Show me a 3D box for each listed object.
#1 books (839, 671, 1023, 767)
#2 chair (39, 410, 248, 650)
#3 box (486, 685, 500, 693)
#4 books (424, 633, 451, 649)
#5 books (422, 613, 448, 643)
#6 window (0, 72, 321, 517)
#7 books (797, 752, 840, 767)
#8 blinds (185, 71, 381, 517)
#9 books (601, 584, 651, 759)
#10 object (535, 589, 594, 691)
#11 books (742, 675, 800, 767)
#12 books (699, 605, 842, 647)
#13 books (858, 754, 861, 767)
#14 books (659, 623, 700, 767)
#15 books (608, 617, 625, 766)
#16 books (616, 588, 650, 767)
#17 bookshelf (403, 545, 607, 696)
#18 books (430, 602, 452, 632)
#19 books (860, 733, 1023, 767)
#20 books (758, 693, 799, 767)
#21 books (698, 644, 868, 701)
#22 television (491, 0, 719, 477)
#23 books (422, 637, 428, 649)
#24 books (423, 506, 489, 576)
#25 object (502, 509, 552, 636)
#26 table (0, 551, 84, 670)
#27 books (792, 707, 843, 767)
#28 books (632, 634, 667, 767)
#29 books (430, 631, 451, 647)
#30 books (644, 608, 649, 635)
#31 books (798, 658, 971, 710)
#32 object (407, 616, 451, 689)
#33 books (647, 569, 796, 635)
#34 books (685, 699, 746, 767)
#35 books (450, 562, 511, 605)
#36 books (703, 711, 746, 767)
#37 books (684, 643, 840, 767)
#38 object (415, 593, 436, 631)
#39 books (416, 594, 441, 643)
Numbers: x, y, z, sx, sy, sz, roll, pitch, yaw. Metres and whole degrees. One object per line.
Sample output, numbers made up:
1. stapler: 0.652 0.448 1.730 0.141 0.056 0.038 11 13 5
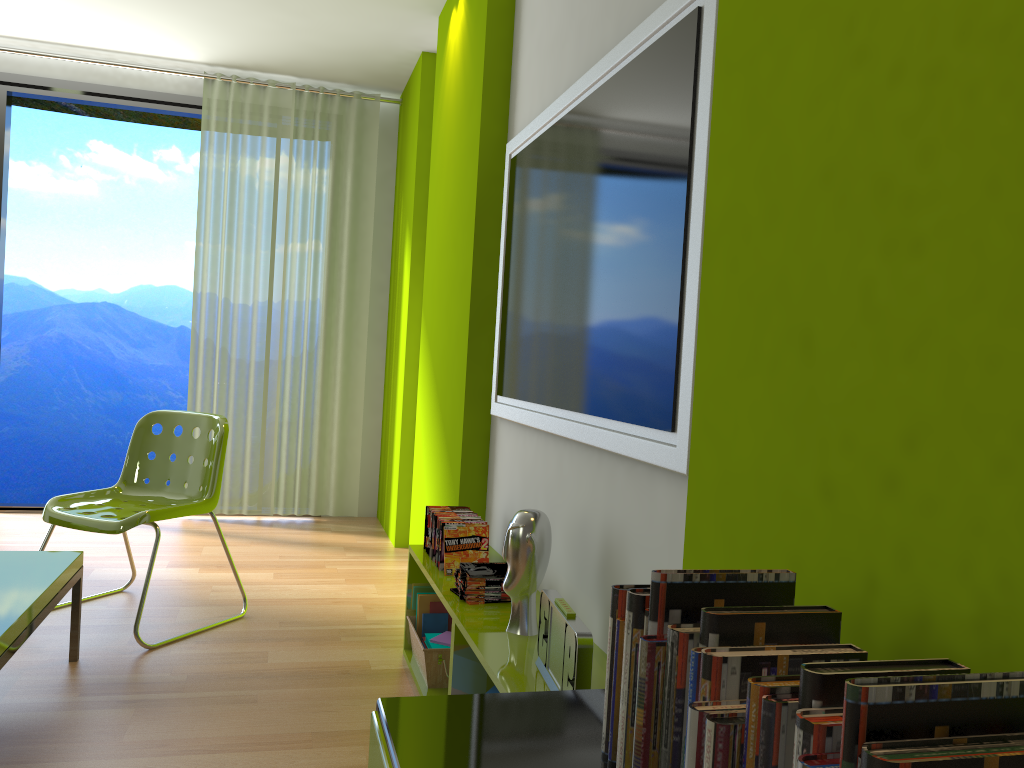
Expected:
1. books: 0.299 0.331 0.627 0.163 0.248 0.017 3 1 -15
2. chair: -1.377 0.489 3.275 0.640 0.759 0.546 4 2 24
3. box: -0.014 0.797 2.142 0.102 0.093 0.138 4 1 20
4. books: -0.191 0.828 2.805 0.143 0.025 0.182 3 1 -15
5. books: -0.258 0.840 2.955 0.086 0.148 0.025 3 1 -15
6. window: -2.750 -0.492 5.152 3.336 2.498 0.219 3 1 -15
7. books: 0.284 0.362 0.646 0.180 0.185 0.025 3 1 -15
8. blinds: -1.365 -0.497 5.284 1.012 2.568 0.067 3 1 -15
9. books: 0.188 0.338 1.040 0.163 0.201 0.025 3 1 -15
10. object: 0.101 0.531 1.774 0.047 0.176 0.340 3 1 -10
11. books: 0.267 0.349 0.746 0.163 0.204 0.025 3 1 -15
12. books: 0.244 0.333 0.865 0.144 0.227 0.025 3 1 -15
13. books: 0.303 0.354 0.613 0.161 0.204 0.014 3 1 -15
14. books: 0.227 0.344 0.890 0.163 0.201 0.032 3 1 -15
15. books: 0.192 0.354 1.020 0.163 0.171 0.017 3 1 -15
16. books: 0.201 0.333 0.972 0.172 0.215 0.030 3 1 -15
17. bookshelf: -0.011 0.781 2.311 0.306 0.378 1.630 3 1 -15
18. books: -0.226 0.824 2.977 0.105 0.182 0.031 3 1 -15
19. books: 0.303 0.348 0.590 0.172 0.217 0.031 3 1 -15
20. books: 0.272 0.352 0.725 0.163 0.198 0.018 3 1 -15
21. books: 0.245 0.346 0.822 0.163 0.201 0.025 3 1 -15
22. television: 0.161 -0.331 2.328 0.028 0.941 1.537 3 1 -15
23. books: -0.204 0.845 2.848 0.143 0.013 0.182 3 1 -15
24. books: -0.178 0.497 2.840 0.147 0.150 0.370 3 1 -15
25. object: 0.038 0.455 2.142 0.107 0.305 0.107 5 2 42
26. table: -1.550 0.717 1.911 0.810 0.349 1.682 3 1 -15
27. books: 0.285 0.352 0.676 0.163 0.204 0.033 3 1 -15
28. books: 0.211 0.352 0.916 0.180 0.183 0.025 3 1 -15
29. books: -0.197 0.811 2.821 0.087 0.008 0.110 4 2 25
30. books: 0.212 0.341 0.952 0.161 0.201 0.013 3 1 -15
31. books: 0.288 0.338 0.706 0.144 0.229 0.025 3 1 -15
32. object: -0.213 0.862 2.868 0.213 0.129 0.367 3 1 -15
33. books: 0.216 0.320 0.937 0.163 0.246 0.017 3 1 -15
34. books: 0.239 0.366 0.796 0.185 0.162 0.025 3 1 -15
35. books: -0.076 0.546 2.447 0.164 0.078 0.172 3 1 -16
36. books: 0.248 0.367 0.768 0.185 0.164 0.025 3 1 -15
37. books: 0.239 0.348 0.842 0.163 0.196 0.018 3 1 -15
38. object: -0.248 0.813 3.019 0.158 0.200 0.040 3 1 -15
39. books: -0.242 0.813 2.996 0.158 0.202 0.051 3 1 -15
